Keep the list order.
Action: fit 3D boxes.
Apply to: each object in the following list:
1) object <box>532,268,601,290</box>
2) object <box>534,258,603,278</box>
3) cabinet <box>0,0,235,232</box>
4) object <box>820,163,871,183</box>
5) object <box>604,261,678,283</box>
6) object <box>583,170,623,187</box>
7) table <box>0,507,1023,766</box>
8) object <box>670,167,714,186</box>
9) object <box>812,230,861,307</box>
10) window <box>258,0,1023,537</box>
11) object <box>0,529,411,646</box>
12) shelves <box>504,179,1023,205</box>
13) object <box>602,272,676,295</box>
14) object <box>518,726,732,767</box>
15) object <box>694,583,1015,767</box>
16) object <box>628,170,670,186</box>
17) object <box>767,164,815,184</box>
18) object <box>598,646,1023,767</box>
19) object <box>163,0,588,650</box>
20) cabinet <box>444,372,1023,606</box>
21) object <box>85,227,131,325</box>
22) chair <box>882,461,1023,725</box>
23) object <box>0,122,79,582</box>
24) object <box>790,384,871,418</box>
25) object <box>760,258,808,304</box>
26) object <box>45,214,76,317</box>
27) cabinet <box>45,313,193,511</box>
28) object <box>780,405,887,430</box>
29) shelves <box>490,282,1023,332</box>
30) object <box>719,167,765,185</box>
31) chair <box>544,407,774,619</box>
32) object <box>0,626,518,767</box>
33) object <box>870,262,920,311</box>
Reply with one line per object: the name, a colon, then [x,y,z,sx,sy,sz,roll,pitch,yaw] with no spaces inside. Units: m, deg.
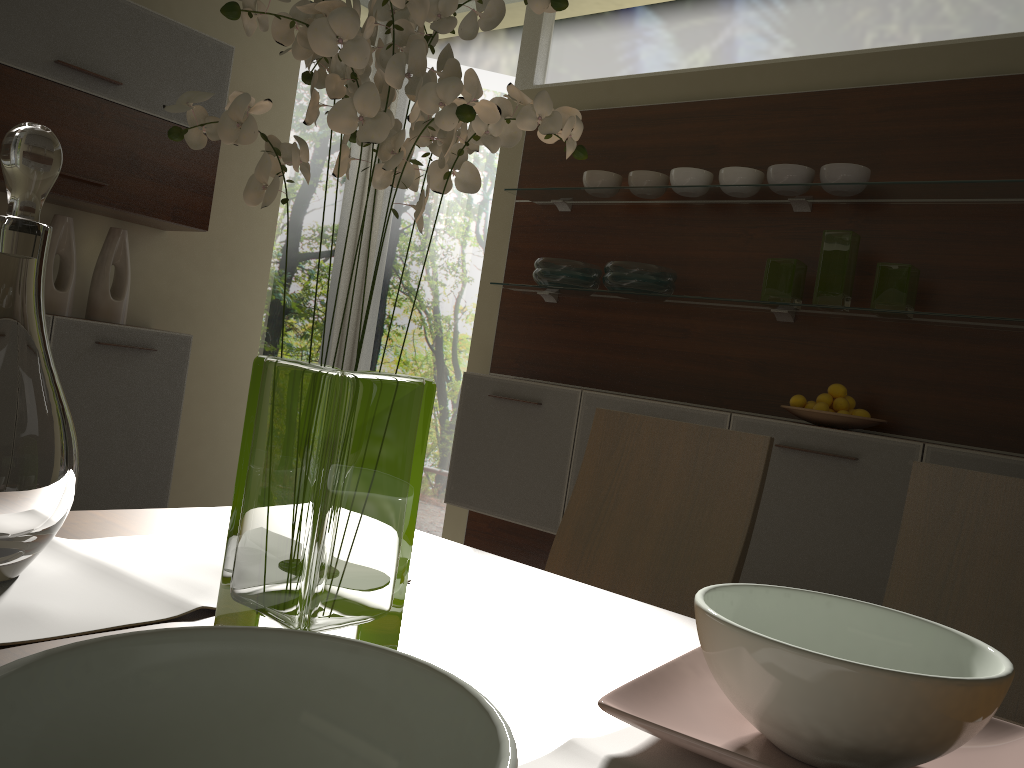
object: [0.226,-0.425,3.701,0.288,0.068,0.288,9,1,-3]
object: [0.232,-0.467,3.701,0.288,0.068,0.288,9,1,-3]
cabinet: [-2.058,-1.147,2.929,0.372,0.789,2.318,9,1,39]
object: [1.137,-0.697,3.039,0.163,0.077,0.163,9,1,-3]
object: [0.504,-0.423,3.487,0.288,0.068,0.288,9,1,-3]
object: [0.370,-0.820,3.648,0.163,0.077,0.163,9,1,-3]
table: [-0.128,0.642,0.703,1.411,0.790,1.000,9,1,39]
object: [0.684,-0.770,3.396,0.163,0.077,0.163,9,1,-3]
object: [1.100,-0.384,3.006,0.099,0.259,0.099,9,1,38]
window: [-0.994,-0.609,1.274,4.466,3.000,6.429,9,1,36]
object: [-0.404,0.193,0.909,0.287,0.010,0.589,9,1,35]
shelves: [0.994,-0.677,3.163,2.463,0.008,0.255,9,1,39]
object: [0.497,-0.381,3.488,0.288,0.068,0.288,9,1,-3]
object: [0.149,0.281,0.554,0.287,0.010,0.589,9,1,42]
object: [0.253,0.237,0.694,0.233,0.101,0.233,9,1,27]
object: [0.542,-0.793,3.538,0.163,0.077,0.163,9,1,-3]
object: [0.986,-0.721,3.148,0.163,0.077,0.163,9,1,-3]
object: [0.247,0.277,0.694,0.283,0.033,0.283,9,1,33]
object: [-0.128,-0.065,0.744,0.302,0.608,0.304,9,1,42]
cabinet: [0.797,0.392,3.129,2.463,0.570,0.372,9,1,39]
object: [-1.636,-0.444,3.627,0.153,0.384,0.153,8,1,-18]
chair: [0.542,0.624,1.066,0.404,1.017,0.507,9,1,36]
object: [-0.477,-0.033,0.833,0.156,0.426,0.156,8,1,-10]
object: [1.056,0.065,2.955,0.259,0.139,0.230,9,1,8]
object: [0.959,-0.355,3.127,0.112,0.160,0.111,9,1,38]
object: [-1.773,-0.463,3.453,0.153,0.384,0.153,8,1,-18]
cabinet: [-2.257,0.179,2.945,0.372,1.018,2.318,9,1,39]
object: [1.064,0.122,2.950,0.337,0.053,0.337,8,1,-20]
shelves: [0.933,-0.273,3.167,2.463,0.008,0.255,9,1,39]
object: [0.845,-0.744,3.281,0.163,0.077,0.163,8,1,-10]
chair: [0.078,0.550,1.425,0.404,1.017,0.507,9,1,39]
object: [-0.120,0.186,0.367,0.232,0.107,0.233,8,1,-40]
object: [1.254,-0.308,2.903,0.111,0.160,0.112,9,1,38]
